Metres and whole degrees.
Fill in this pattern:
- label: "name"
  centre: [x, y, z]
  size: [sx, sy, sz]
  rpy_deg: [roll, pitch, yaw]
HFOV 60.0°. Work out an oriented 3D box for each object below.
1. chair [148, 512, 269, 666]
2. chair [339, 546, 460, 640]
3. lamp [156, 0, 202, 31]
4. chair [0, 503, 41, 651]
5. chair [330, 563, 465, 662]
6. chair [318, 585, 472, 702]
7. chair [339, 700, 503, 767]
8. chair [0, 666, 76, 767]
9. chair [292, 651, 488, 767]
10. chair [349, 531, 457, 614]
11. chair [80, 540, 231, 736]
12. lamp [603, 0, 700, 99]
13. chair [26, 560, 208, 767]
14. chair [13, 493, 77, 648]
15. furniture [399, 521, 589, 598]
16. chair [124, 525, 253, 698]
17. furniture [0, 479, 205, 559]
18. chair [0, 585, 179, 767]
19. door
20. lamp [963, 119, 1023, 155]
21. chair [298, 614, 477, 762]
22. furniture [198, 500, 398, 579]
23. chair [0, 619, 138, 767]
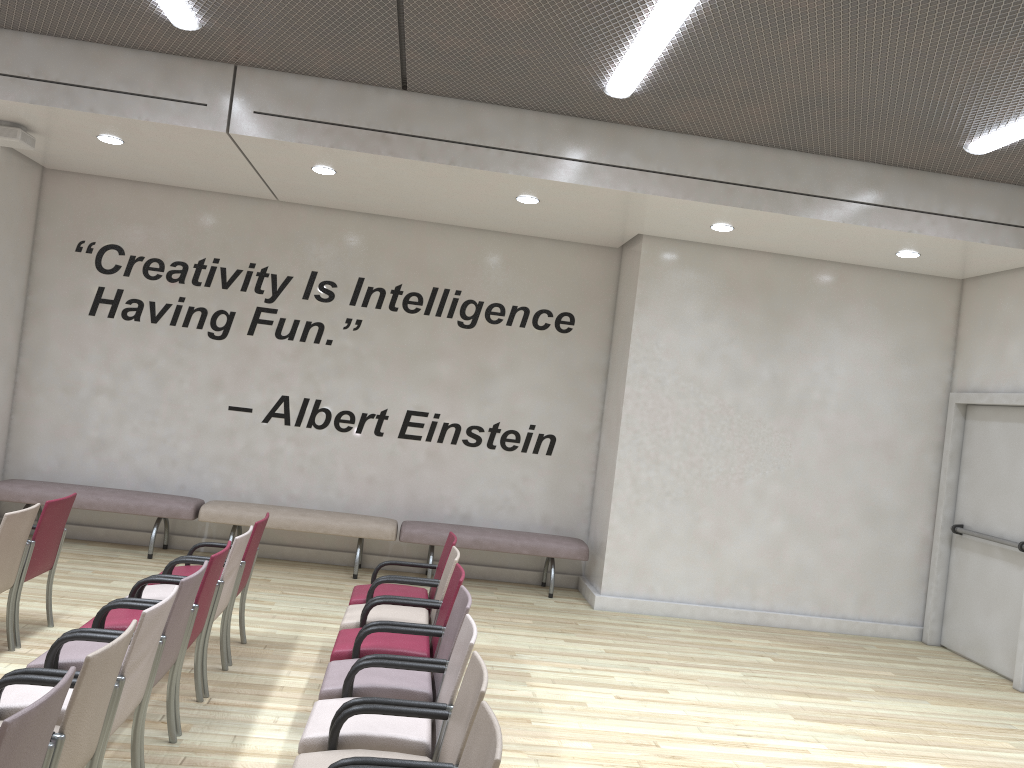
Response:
- label: "chair"
  centre: [-1.944, 1.264, 5.675]
  size: [0.640, 0.890, 0.513]
  rpy_deg: [7, -1, -6]
- label: "chair"
  centre: [-0.678, 1.409, 5.253]
  size: [0.640, 0.890, 0.513]
  rpy_deg: [7, -1, -5]
- label: "lamp"
  centre: [-1.942, -2.322, 4.106]
  size: [0.198, 0.045, 3.304]
  rpy_deg: [7, -1, -6]
- label: "chair"
  centre: [-3.115, 1.111, 5.003]
  size: [0.640, 0.890, 0.513]
  rpy_deg: [7, -1, -7]
- label: "chair"
  centre: [-0.620, 1.406, 4.707]
  size: [0.640, 0.890, 0.513]
  rpy_deg: [7, -1, -6]
- label: "chair"
  centre: [-0.559, 1.404, 4.148]
  size: [0.640, 0.890, 0.513]
  rpy_deg: [7, -1, -7]
- label: "chair"
  centre: [-0.400, 1.395, 2.518]
  size: [0.640, 0.890, 0.513]
  rpy_deg: [7, -1, -7]
- label: "chair"
  centre: [-1.621, 1.246, 2.391]
  size: [0.640, 0.890, 0.513]
  rpy_deg: [7, -1, -6]
- label: "chair"
  centre: [-0.453, 1.398, 3.051]
  size: [0.640, 0.890, 0.513]
  rpy_deg: [7, -1, -6]
- label: "chair"
  centre: [-0.730, 1.412, 5.800]
  size: [0.640, 0.890, 0.513]
  rpy_deg: [7, -1, -6]
- label: "chair"
  centre: [-1.845, 1.256, 4.568]
  size: [0.640, 0.890, 0.513]
  rpy_deg: [7, -1, -7]
- label: "lamp"
  centre: [0.887, -1.977, 4.398]
  size: [0.198, 0.045, 3.304]
  rpy_deg: [7, -1, -6]
- label: "chair"
  centre: [-1.785, 1.254, 4.019]
  size: [0.640, 0.890, 0.513]
  rpy_deg: [7, -1, -6]
- label: "chair"
  centre: [-3.165, 1.114, 5.540]
  size: [0.640, 0.890, 0.513]
  rpy_deg: [7, -1, -5]
- label: "furniture"
  centre: [-0.196, 1.695, 8.644]
  size: [1.833, 0.550, 0.530]
  rpy_deg: [7, -1, -6]
- label: "chair"
  centre: [-1.890, 1.260, 5.116]
  size: [0.640, 0.890, 0.513]
  rpy_deg: [7, -1, -5]
- label: "furniture"
  centre: [-3.863, 1.247, 8.265]
  size: [1.833, 0.550, 0.530]
  rpy_deg: [7, -1, -6]
- label: "chair"
  centre: [-1.726, 1.252, 3.481]
  size: [0.640, 0.890, 0.513]
  rpy_deg: [7, -1, -6]
- label: "door"
  centre: [4.224, 1.282, 7.797]
  size: [0.200, 2.400, 1.400]
  rpy_deg: [7, -1, -6]
- label: "lamp"
  centre: [3.466, -1.661, 4.664]
  size: [0.198, 0.045, 3.304]
  rpy_deg: [7, -1, -6]
- label: "chair"
  centre: [-0.511, 1.400, 3.596]
  size: [0.640, 0.890, 0.513]
  rpy_deg: [7, -1, -5]
- label: "furniture"
  centre: [-2.028, 1.471, 8.455]
  size: [1.833, 0.550, 0.530]
  rpy_deg: [7, -1, -6]
- label: "chair"
  centre: [-1.670, 1.249, 2.934]
  size: [0.640, 0.890, 0.513]
  rpy_deg: [7, -1, -5]
